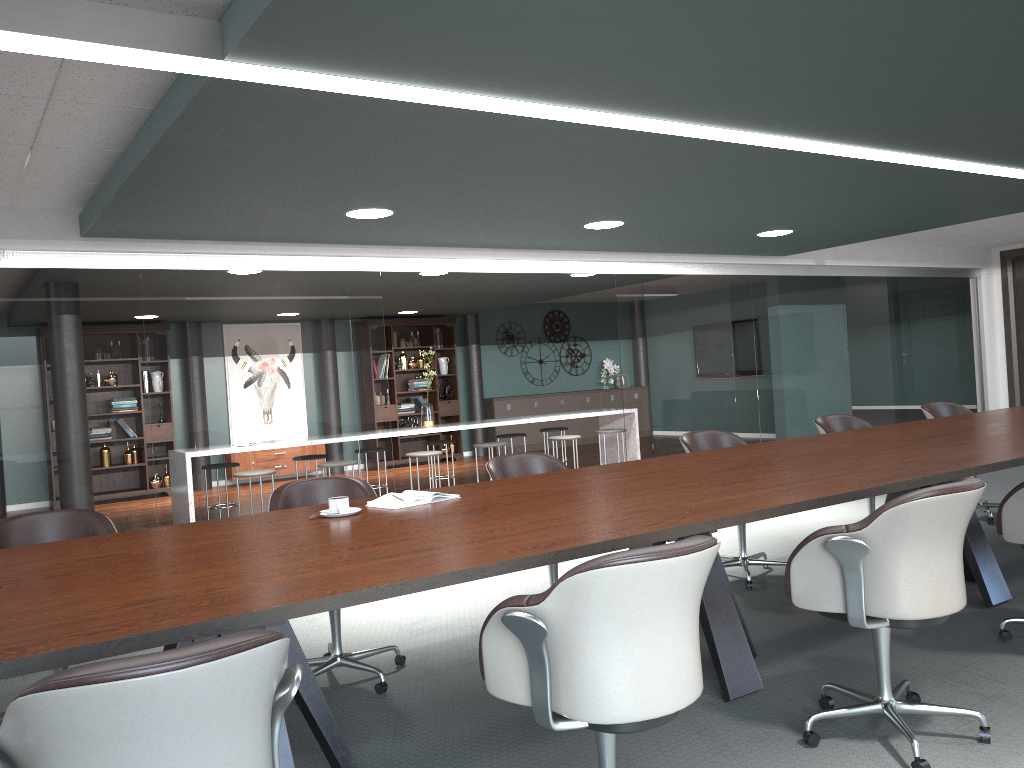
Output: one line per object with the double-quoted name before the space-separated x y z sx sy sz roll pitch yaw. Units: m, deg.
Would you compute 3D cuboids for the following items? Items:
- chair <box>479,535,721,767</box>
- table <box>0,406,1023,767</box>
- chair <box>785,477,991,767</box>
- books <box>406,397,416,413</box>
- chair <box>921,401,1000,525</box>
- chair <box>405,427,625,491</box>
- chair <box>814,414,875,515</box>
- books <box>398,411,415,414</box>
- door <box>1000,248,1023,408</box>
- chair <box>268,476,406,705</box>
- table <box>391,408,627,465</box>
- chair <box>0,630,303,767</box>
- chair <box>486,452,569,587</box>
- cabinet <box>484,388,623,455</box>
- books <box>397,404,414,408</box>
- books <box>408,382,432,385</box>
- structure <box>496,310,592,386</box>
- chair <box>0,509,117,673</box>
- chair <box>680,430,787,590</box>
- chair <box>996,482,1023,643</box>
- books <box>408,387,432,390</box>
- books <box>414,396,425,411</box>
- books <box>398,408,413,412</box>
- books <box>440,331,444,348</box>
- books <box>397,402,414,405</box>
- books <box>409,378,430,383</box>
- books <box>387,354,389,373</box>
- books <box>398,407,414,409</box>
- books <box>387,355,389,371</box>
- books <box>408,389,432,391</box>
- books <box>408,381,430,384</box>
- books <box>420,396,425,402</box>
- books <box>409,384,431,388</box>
"chair" 0.242 0.711 2.020 0.523 0.761 0.533 -3 1 39
"table" 1.231 0.660 3.637 6.694 0.706 1.374 -4 1 -33
"chair" 1.112 0.649 2.588 0.523 0.761 0.533 -3 1 33
"books" -1.393 0.292 12.217 0.063 0.214 0.139 -4 1 -33
"chair" 2.988 0.496 5.820 0.535 0.761 0.518 -4 1 -27
"chair" -0.743 0.845 8.398 4.029 0.512 1.479 -4 1 -33
"chair" 2.061 0.563 5.207 0.523 0.761 0.533 -3 1 39
"books" -1.496 0.393 12.064 0.286 0.027 0.184 -4 1 -33
"door" 5.788 -0.419 9.392 0.139 2.130 1.038 -4 1 -33
"chair" -0.694 0.760 3.425 0.535 0.761 0.518 -4 1 -12
"table" -0.742 0.751 8.332 4.577 0.699 0.609 -4 1 -33
"chair" -0.589 0.771 1.471 0.535 0.761 0.518 -4 1 -27
"chair" 0.154 0.699 3.976 0.535 0.761 0.518 -4 1 -27
"cabinet" -3.017 0.814 11.197 12.287 0.820 0.402 -4 1 -33
"books" -1.485 0.298 12.073 0.248 0.042 0.194 -4 1 -33
"books" -1.276 -0.004 12.250 0.268 0.016 0.205 -4 1 -33
"structure" 0.525 -0.562 13.767 1.791 1.178 0.017 -4 1 -33
"chair" -1.487 0.817 2.909 0.535 0.761 0.518 -4 1 -27
"chair" 1.159 0.627 4.630 0.535 0.761 0.518 -4 1 -27
"chair" 2.079 0.580 3.206 0.535 0.761 0.518 -4 1 -27
"books" -1.270 0.061 12.252 0.286 0.027 0.184 -4 1 -33
"books" -1.256 0.279 12.226 0.176 0.227 0.194 -4 1 -33
"books" -1.500 0.358 12.061 0.248 0.042 0.194 -4 1 -33
"books" -1.029 -0.612 12.419 0.042 0.248 0.194 -4 1 -33
"books" -1.496 0.270 12.068 0.268 0.016 0.205 -4 1 -33
"books" -1.276 -0.049 12.251 0.248 0.042 0.194 -4 1 -33
"books" -1.711 -0.239 11.957 0.062 0.322 0.197 -4 1 -33
"books" -1.502 0.329 12.061 0.268 0.016 0.205 -4 1 -33
"books" -1.720 -0.232 11.955 0.063 0.309 0.210 -4 1 -33
"books" -1.270 0.083 12.251 0.268 0.016 0.205 -4 1 -33
"books" -1.277 -0.020 12.243 0.268 0.016 0.205 -4 1 -33
"books" -1.228 0.275 12.245 0.166 0.228 0.205 -4 1 -33
"books" -1.274 0.025 12.250 0.248 0.042 0.194 -4 1 -33
